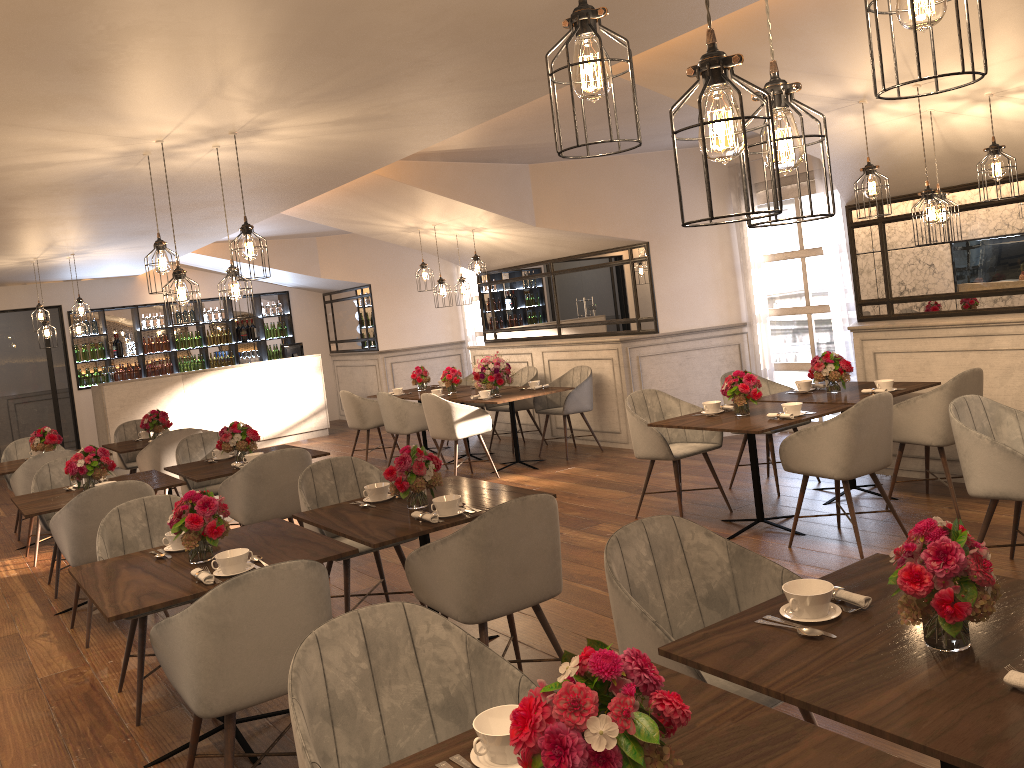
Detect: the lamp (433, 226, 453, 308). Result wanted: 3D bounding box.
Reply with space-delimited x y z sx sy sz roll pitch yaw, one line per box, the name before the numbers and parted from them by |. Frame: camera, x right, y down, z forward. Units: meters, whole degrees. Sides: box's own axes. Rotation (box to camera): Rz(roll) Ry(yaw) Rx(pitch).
lamp | -0.816 -1.812 9.036 0.175 2.067 0.175 -8 2 -32

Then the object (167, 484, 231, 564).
object | -1.244 0.549 3.493 0.235 0.301 0.305 -9 4 -32

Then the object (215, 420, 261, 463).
object | -1.891 0.389 6.135 0.305 0.301 0.235 -7 3 -1

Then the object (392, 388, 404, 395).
object | -1.281 0.088 9.953 0.148 0.072 0.149 -6 5 9

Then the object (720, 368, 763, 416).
object | 1.428 0.045 5.547 0.234 0.301 0.305 -8 4 -15

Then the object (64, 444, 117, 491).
object | -2.685 0.528 5.625 0.305 0.301 0.234 -8 3 -12

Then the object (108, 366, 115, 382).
object | -5.170 -0.129 11.446 0.065 0.207 0.145 -9 3 -42

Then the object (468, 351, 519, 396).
object | -0.193 -0.103 8.646 0.404 0.424 0.422 -4 5 44

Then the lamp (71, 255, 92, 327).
lamp | -4.674 -1.644 9.363 0.175 2.067 0.175 -8 2 -32

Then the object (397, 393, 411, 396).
object | -1.211 0.119 9.904 0.211 0.004 0.022 -10 6 -34

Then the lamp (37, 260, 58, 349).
lamp | -5.031 -1.406 9.354 0.175 2.067 0.175 -8 2 -32

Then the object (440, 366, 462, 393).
object | -0.655 -0.055 9.418 0.234 0.301 0.305 -8 4 -15

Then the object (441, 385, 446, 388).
object | -0.736 0.015 10.230 0.176 0.039 0.056 -10 5 -34

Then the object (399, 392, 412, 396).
object | -1.198 0.114 9.871 0.198 0.015 0.043 -11 6 -38

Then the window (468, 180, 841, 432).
window | 3.707 -0.735 7.574 0.497 2.384 14.499 -8 5 -38

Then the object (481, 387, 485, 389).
object | -0.260 0.030 9.513 0.193 0.024 0.025 -10 5 -34

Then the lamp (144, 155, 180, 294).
lamp | -2.066 -1.539 4.943 0.175 2.067 0.175 -8 2 -32

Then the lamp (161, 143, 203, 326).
lamp | -1.859 -1.345 4.677 0.175 2.067 0.175 -8 2 -32

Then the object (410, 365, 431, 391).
object | -1.054 -0.075 10.134 0.234 0.301 0.306 -6 4 13

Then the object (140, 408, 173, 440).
object | -3.317 0.371 8.217 0.305 0.301 0.235 -6 3 13

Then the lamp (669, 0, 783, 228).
lamp | 0.267 -1.316 1.540 0.175 2.067 0.175 -8 2 -32

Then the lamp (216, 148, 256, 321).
lamp | -1.663 -1.394 4.964 0.175 2.067 0.175 -8 2 -32

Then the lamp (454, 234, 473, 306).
lamp | -0.620 -1.861 9.323 0.175 2.067 0.175 -8 2 -32

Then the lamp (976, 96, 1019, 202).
lamp | 2.485 -2.011 4.701 0.175 2.067 0.175 -8 2 -32

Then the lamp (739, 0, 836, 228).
lamp | 0.463 -1.365 1.827 0.175 2.067 0.175 -8 2 -32

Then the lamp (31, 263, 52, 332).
lamp | -5.238 -1.600 9.619 0.175 2.067 0.175 -8 2 -32

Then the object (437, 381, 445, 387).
object | -0.802 -0.003 10.324 0.148 0.072 0.149 -6 5 9

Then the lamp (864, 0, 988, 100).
lamp | 0.624 -1.555 1.549 0.175 2.067 0.175 -8 2 -32

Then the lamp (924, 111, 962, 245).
lamp | 2.324 -1.822 4.979 0.175 2.067 0.175 -8 2 -32

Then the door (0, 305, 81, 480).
door | -7.231 0.184 12.194 2.114 2.330 0.273 -9 3 -34

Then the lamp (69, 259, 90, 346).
lamp | -4.835 -1.455 9.641 0.175 2.067 0.175 -8 2 -32

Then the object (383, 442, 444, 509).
object | -0.447 0.408 4.003 0.233 0.301 0.307 -5 4 34

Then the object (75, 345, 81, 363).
object | -6.283 -0.443 12.812 0.065 0.261 0.066 -5 2 35

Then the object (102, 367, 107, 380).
object | -5.238 -0.116 11.394 0.065 0.207 0.065 -9 3 -43

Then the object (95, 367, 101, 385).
object | -6.059 -0.117 12.948 0.065 0.261 0.066 -5 2 35

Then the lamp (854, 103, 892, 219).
lamp | 1.921 -1.967 4.957 0.175 2.067 0.175 -8 2 -32

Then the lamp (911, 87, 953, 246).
lamp | 2.128 -1.772 4.692 0.175 2.067 0.175 -8 2 -32

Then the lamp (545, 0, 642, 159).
lamp | 0.060 -1.510 1.806 0.175 2.067 0.175 -8 2 -32

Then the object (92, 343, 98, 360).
object | -6.102 -0.476 12.936 0.065 0.261 0.066 -5 2 35

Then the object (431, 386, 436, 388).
object | -0.878 0.028 10.408 0.198 0.015 0.043 -11 6 -38

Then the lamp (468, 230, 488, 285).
lamp | -0.459 -2.051 9.045 0.175 2.067 0.175 -8 2 -32

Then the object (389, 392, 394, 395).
object | -1.343 0.104 10.047 0.176 0.039 0.056 -10 5 -34

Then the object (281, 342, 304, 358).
object | -3.194 -0.430 12.986 0.129 0.328 0.410 -5 4 34

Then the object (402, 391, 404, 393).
object | -1.315 0.110 10.024 0.193 0.024 0.025 -10 5 -34

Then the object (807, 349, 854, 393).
object | 2.191 -0.094 6.084 0.304 0.301 0.235 -5 4 31

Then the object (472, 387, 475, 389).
object | -0.376 0.035 9.667 0.198 0.015 0.043 -11 6 -38

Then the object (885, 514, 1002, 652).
object | 0.943 0.427 1.952 0.233 0.301 0.307 -5 4 34

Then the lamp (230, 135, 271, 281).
lamp | -1.502 -1.583 4.686 0.175 2.067 0.175 -8 2 -32

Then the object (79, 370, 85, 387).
object | -6.240 -0.084 12.824 0.065 0.261 0.066 -5 2 35

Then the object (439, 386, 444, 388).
object | -0.762 0.023 10.254 0.193 0.024 0.025 -10 5 -34

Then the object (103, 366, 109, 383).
object | -5.968 -0.133 13.010 0.065 0.261 0.066 -5 2 35

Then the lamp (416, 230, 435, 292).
lamp | -1.023 -2.006 9.301 0.175 2.067 0.175 -8 2 -32

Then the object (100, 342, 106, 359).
object | -6.011 -0.492 12.998 0.065 0.261 0.066 -5 2 35

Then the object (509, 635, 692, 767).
object | 0.147 0.567 1.446 0.305 0.301 0.234 -8 3 -12

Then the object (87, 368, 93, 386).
object | -6.149 -0.100 12.886 0.065 0.261 0.066 -5 2 35

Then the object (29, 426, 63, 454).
object | -4.046 0.503 7.709 0.304 0.301 0.235 -5 4 31

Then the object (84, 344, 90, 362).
object | -6.192 -0.459 12.874 0.065 0.261 0.066 -5 2 35
